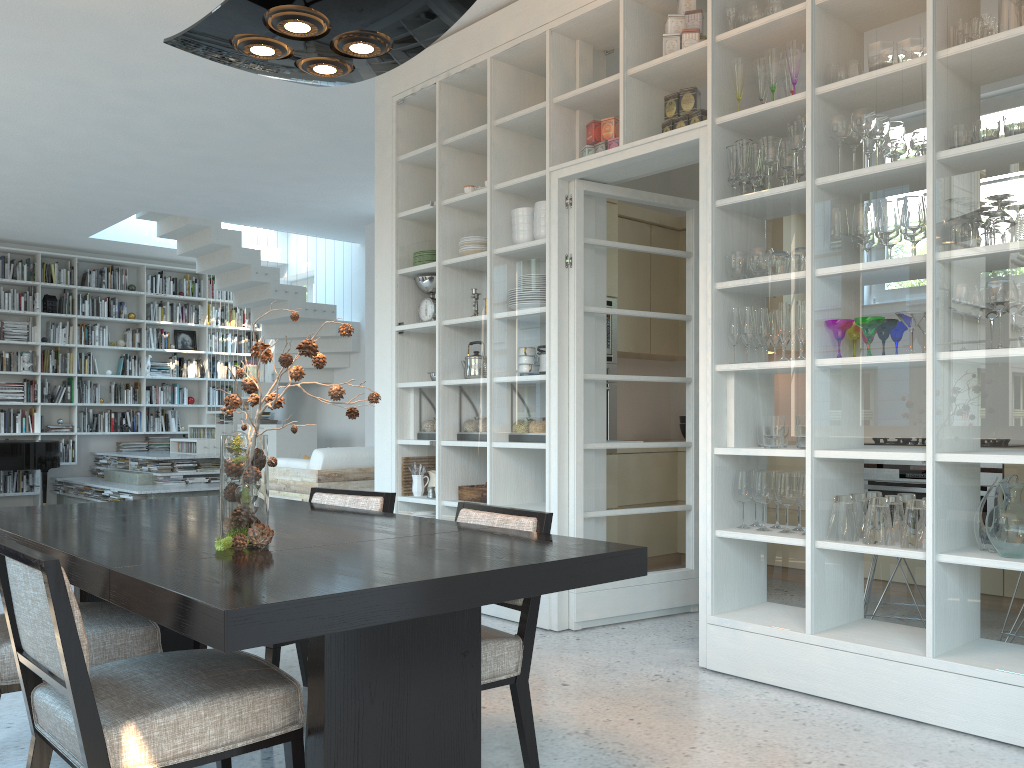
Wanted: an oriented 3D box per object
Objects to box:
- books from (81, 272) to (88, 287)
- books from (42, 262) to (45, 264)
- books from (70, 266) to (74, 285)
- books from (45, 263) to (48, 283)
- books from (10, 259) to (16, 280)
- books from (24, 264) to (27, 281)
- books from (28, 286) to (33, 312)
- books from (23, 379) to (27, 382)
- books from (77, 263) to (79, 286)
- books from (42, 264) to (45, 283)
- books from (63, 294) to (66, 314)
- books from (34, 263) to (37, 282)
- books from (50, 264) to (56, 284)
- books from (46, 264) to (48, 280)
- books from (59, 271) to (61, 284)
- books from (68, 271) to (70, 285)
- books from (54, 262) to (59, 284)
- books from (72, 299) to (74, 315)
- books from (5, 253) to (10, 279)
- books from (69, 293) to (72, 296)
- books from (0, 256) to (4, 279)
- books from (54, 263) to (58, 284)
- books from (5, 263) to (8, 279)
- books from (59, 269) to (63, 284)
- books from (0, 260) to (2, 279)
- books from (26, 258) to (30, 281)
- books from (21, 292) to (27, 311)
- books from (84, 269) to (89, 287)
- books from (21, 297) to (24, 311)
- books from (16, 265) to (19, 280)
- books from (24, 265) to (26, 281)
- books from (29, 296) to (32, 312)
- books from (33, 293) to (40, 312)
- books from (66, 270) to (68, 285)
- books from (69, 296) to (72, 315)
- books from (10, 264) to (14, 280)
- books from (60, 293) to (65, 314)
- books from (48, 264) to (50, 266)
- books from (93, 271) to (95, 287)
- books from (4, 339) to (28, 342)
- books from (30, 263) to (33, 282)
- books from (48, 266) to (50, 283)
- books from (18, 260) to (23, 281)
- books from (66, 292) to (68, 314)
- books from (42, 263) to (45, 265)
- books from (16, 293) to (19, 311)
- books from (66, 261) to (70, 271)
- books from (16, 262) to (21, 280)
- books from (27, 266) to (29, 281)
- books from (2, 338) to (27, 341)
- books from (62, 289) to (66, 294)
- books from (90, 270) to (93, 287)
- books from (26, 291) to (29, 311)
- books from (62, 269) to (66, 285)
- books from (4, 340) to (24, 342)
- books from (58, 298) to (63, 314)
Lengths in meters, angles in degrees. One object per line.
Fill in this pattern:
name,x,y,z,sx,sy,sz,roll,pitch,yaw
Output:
books,-5.469,-1.666,11.363,0.046,0.206,0.183,1,-2,-42
books,-5.834,-1.708,11.057,0.007,0.279,0.150,2,-2,-42
books,-5.588,-1.692,11.250,0.029,0.253,0.186,1,-2,-42
books,-5.812,-1.699,11.063,0.034,0.261,0.157,1,-2,-42
books,-6.083,-1.706,10.841,0.028,0.270,0.140,1,-2,-42
books,-5.993,-1.687,10.934,0.026,0.234,0.137,1,-2,-42
books,-5.932,-1.369,10.951,0.012,0.334,0.155,2,-2,-42
books,-5.987,-0.249,10.899,0.011,0.299,0.130,2,-2,-42
books,-5.541,-1.717,11.293,0.019,0.304,0.175,2,-2,-42
books,-5.825,-1.688,11.028,0.007,0.239,0.191,2,-2,-42
books,-5.657,-1.336,11.186,0.022,0.272,0.181,2,-2,-42
books,-5.906,-1.698,10.996,0.022,0.257,0.136,2,-2,-42
books,-5.753,-1.695,11.108,0.054,0.255,0.190,1,-2,-42
books,-5.802,-1.699,11.083,0.008,0.262,0.142,2,-2,-42
books,-5.696,-1.657,11.159,0.022,0.180,0.173,1,-2,-42
books,-5.627,-1.663,11.235,0.022,0.194,0.181,1,-2,-42
books,-5.710,-1.716,11.152,0.010,0.297,0.167,2,-2,-42
books,-5.576,-1.307,11.243,0.008,0.214,0.223,2,-2,-42
books,-6.118,-1.738,10.779,0.010,0.331,0.186,2,-2,-42
books,-5.604,-1.345,11.265,0.005,0.292,0.130,2,-2,-42
books,-6.167,-1.719,10.738,0.014,0.292,0.176,2,-2,-42
books,-5.736,-1.704,11.151,0.030,0.274,0.151,1,-2,-42
books,-6.148,-1.676,10.781,0.031,0.208,0.146,1,-2,-42
books,-5.679,-1.667,11.176,0.024,0.202,0.180,1,-2,-42
books,-6.188,-1.695,10.742,0.012,0.245,0.151,2,-2,-42
books,-5.960,-1.724,10.948,0.012,0.308,0.138,2,-2,-42
books,-5.984,-1.327,10.888,0.032,0.248,0.173,1,-2,-42
books,-5.453,-1.686,11.387,0.009,0.244,0.173,2,-2,-42
books,-6.006,-1.298,10.868,0.029,0.188,0.176,1,-2,-42
books,-6.047,-1.672,10.847,0.033,0.203,0.166,1,-2,-42
books,-5.981,-1.672,10.884,0.023,0.202,0.193,1,-2,-42
books,-5.941,-1.304,10.929,0.029,0.202,0.191,1,-2,-42
books,-5.863,-1.321,10.926,0.037,0.237,0.272,1,-2,-42
books,-5.649,-1.668,11.225,0.025,0.203,0.162,1,-2,-42
books,-5.599,-1.324,11.223,0.013,0.248,0.186,2,-2,-42
books,-6.100,-1.677,10.801,0.050,0.211,0.172,1,-2,-42
books,-5.660,-1.337,11.165,0.021,0.272,0.190,2,-2,-42
books,-5.797,-1.700,11.111,0.007,0.264,0.133,2,-2,-42
books,-5.405,-1.676,11.442,0.028,0.226,0.163,1,-2,-42
books,-6.066,-0.856,10.816,0.161,0.012,0.254,-1,-1,44
books,-5.940,-1.692,10.954,0.028,0.244,0.161,1,-2,-42
books,-5.782,-1.685,11.077,0.015,0.234,0.171,2,-2,-42
books,-6.007,-1.706,10.871,0.010,0.270,0.180,2,-2,-42
books,-5.635,-1.344,11.197,0.021,0.288,0.179,2,-2,-42
books,-5.831,-1.698,11.043,0.006,0.260,0.166,2,-2,-42
books,-6.049,-1.315,10.827,0.023,0.223,0.190,1,-2,-42
books,-5.625,-1.730,11.262,0.012,0.330,0.128,2,-2,-42
books,-6.030,-1.689,10.870,0.023,0.236,0.154,1,-2,-42
books,-5.974,-1.672,10.942,0.014,0.204,0.135,2,-2,-42
books,-6.068,-0.868,10.817,0.254,0.012,0.161,1,-1,-39
books,-5.661,-1.370,11.204,0.025,0.339,0.142,2,-2,-42
books,-5.418,-1.678,11.412,0.013,0.229,0.173,2,-2,-42
books,-5.972,-1.333,10.921,0.029,0.261,0.133,1,-2,-42
books,-5.656,-1.673,11.192,0.031,0.213,0.169,1,-2,-42
books,-6.072,-0.843,10.822,0.254,0.012,0.161,1,-1,-42
books,-5.687,-1.307,11.183,0.019,0.214,0.156,2,-2,-42
